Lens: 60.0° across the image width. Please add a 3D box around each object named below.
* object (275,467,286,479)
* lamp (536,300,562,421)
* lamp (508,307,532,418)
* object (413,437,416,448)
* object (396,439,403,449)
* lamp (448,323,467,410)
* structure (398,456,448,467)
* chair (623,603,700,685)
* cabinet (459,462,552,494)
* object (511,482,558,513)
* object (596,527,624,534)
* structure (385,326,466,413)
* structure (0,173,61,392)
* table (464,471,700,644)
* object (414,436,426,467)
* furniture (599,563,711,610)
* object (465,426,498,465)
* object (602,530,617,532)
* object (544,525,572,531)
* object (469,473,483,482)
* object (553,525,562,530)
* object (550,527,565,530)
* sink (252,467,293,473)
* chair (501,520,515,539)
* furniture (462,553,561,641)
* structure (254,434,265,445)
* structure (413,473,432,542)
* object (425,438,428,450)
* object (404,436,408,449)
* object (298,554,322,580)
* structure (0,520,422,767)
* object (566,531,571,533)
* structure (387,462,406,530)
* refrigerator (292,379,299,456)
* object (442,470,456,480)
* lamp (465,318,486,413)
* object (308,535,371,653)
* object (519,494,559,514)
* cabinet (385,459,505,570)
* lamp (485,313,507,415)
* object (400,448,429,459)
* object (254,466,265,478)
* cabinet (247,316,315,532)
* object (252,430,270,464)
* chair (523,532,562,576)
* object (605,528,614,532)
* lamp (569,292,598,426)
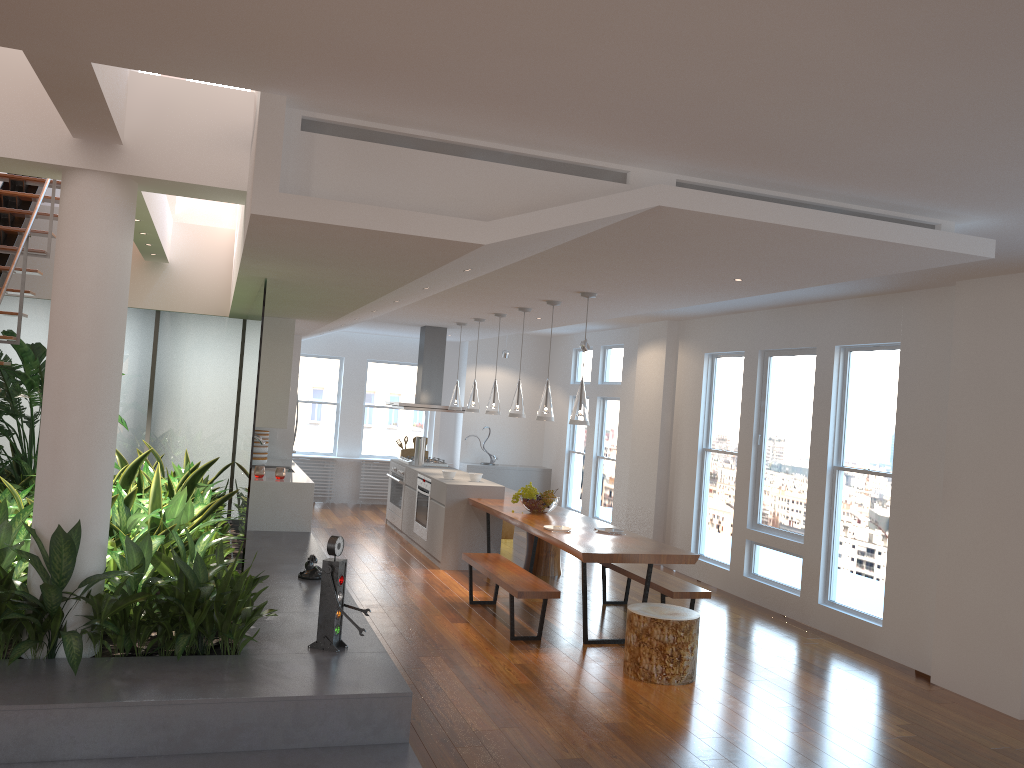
[{"bbox_3d":[-2.116,0.816,8.101,0.094,0.106,0.094,5,-1,-13],"label":"object"},{"bbox_3d":[0.312,-0.225,7.331,0.160,1.060,0.160,4,-1,9],"label":"lamp"},{"bbox_3d":[0.083,-0.227,8.017,0.160,1.060,0.160,4,-1,9],"label":"lamp"},{"bbox_3d":[-1.250,0.826,11.397,0.061,0.299,0.040,5,-1,-21],"label":"object"},{"bbox_3d":[-1.398,0.831,11.345,0.199,0.259,0.016,4,-1,-8],"label":"object"},{"bbox_3d":[-0.606,-0.234,10.074,0.160,1.060,0.160,4,-1,9],"label":"lamp"},{"bbox_3d":[-1.102,0.951,10.966,0.520,0.073,0.650,5,-1,-18],"label":"structure"},{"bbox_3d":[0.958,1.658,5.691,0.460,0.400,0.460,4,-1,-9],"label":"chair"},{"bbox_3d":[-0.118,1.570,13.124,1.309,0.725,0.420,5,-1,-18],"label":"cabinet"},{"bbox_3d":[0.214,1.012,7.909,0.292,0.284,0.394,3,-2,36],"label":"object"},{"bbox_3d":[0.770,1.160,7.002,0.222,0.020,0.222,5,-1,-26],"label":"object"},{"bbox_3d":[-0.992,-0.375,10.970,0.909,1.405,0.900,5,-1,-18],"label":"structure"},{"bbox_3d":[-2.860,-0.686,6.067,2.552,4.265,4.591,5,-1,-18],"label":"structure"},{"bbox_3d":[-0.091,1.498,8.864,0.893,0.704,5.996,5,-1,-18],"label":"table"},{"bbox_3d":[-1.081,0.800,10.490,0.120,0.356,0.172,4,-1,30],"label":"object"},{"bbox_3d":[1.075,1.708,7.142,0.316,0.389,1.433,5,-1,-18],"label":"furniture"},{"bbox_3d":[-0.420,0.898,12.975,0.210,0.563,0.590,3,-2,43],"label":"object"},{"bbox_3d":[0.770,1.165,7.002,0.124,0.011,0.124,5,-2,-36],"label":"object"},{"bbox_3d":[0.356,1.128,6.914,0.222,0.020,0.222,4,-1,22],"label":"object"},{"bbox_3d":[-0.375,0.960,9.102,0.152,0.082,0.152,3,-1,32],"label":"object"},{"bbox_3d":[0.357,1.122,6.914,0.079,0.030,0.070,3,-2,35],"label":"object"},{"bbox_3d":[0.356,1.132,6.913,0.124,0.011,0.124,4,-1,3],"label":"object"},{"bbox_3d":[-2.479,0.984,9.070,0.449,0.192,0.666,5,-1,-18],"label":"sink"},{"bbox_3d":[-0.194,1.673,11.031,0.344,0.430,0.549,5,-1,-15],"label":"chair"},{"bbox_3d":[-0.053,1.616,6.764,0.316,0.389,1.433,5,-1,-18],"label":"furniture"},{"bbox_3d":[-2.658,0.772,9.039,0.248,0.536,0.115,5,-1,-18],"label":"structure"},{"bbox_3d":[-0.953,1.315,9.517,0.072,0.648,0.644,5,-1,-18],"label":"structure"},{"bbox_3d":[-1.122,0.838,11.440,0.057,0.294,0.030,5,-1,-19],"label":"object"},{"bbox_3d":[-1.363,0.816,11.360,0.055,0.299,0.027,5,-1,-18],"label":"object"},{"bbox_3d":[-1.378,1.245,6.056,0.181,0.155,0.216,3,-2,36],"label":"object"},{"bbox_3d":[-2.604,1.412,5.461,3.088,0.386,5.584,5,-1,-18],"label":"structure"},{"bbox_3d":[0.386,1.130,6.782,0.149,0.014,0.044,5,-1,-20],"label":"object"},{"bbox_3d":[-1.170,1.373,10.933,0.649,0.735,0.890,5,-1,-18],"label":"structure"},{"bbox_3d":[-2.996,0.764,10.768,0.725,1.772,0.908,5,-1,-18],"label":"refrigerator"},{"bbox_3d":[-0.650,0.940,9.140,0.152,0.082,0.152,4,-1,21],"label":"object"},{"bbox_3d":[-0.376,-0.232,9.388,0.160,1.060,0.160,4,-1,9],"label":"lamp"},{"bbox_3d":[-0.834,1.049,4.428,0.318,0.565,0.134,4,-1,18],"label":"object"},{"bbox_3d":[0.238,1.077,7.902,0.360,0.159,0.360,3,-2,35],"label":"object"},{"bbox_3d":[-0.845,1.404,10.084,0.597,0.832,2.936,5,-1,-18],"label":"cabinet"},{"bbox_3d":[-0.147,-0.229,8.703,0.160,1.060,0.160,4,-1,9],"label":"lamp"},{"bbox_3d":[-1.253,0.905,11.386,0.353,0.157,0.084,5,-1,-18],"label":"object"},{"bbox_3d":[-2.302,0.802,8.087,0.094,0.106,0.094,5,-1,-13],"label":"object"},{"bbox_3d":[-2.796,0.547,10.052,0.676,2.280,4.565,5,-1,-18],"label":"cabinet"},{"bbox_3d":[-2.773,0.680,9.585,0.267,0.356,0.266,4,-1,7],"label":"object"},{"bbox_3d":[0.315,1.658,8.866,0.396,0.455,0.402,5,-1,-28],"label":"chair"},{"bbox_3d":[0.770,1.154,7.002,0.079,0.030,0.070,4,-1,25],"label":"object"},{"bbox_3d":[0.542,-0.223,6.646,0.160,1.060,0.160,4,-1,9],"label":"lamp"}]
